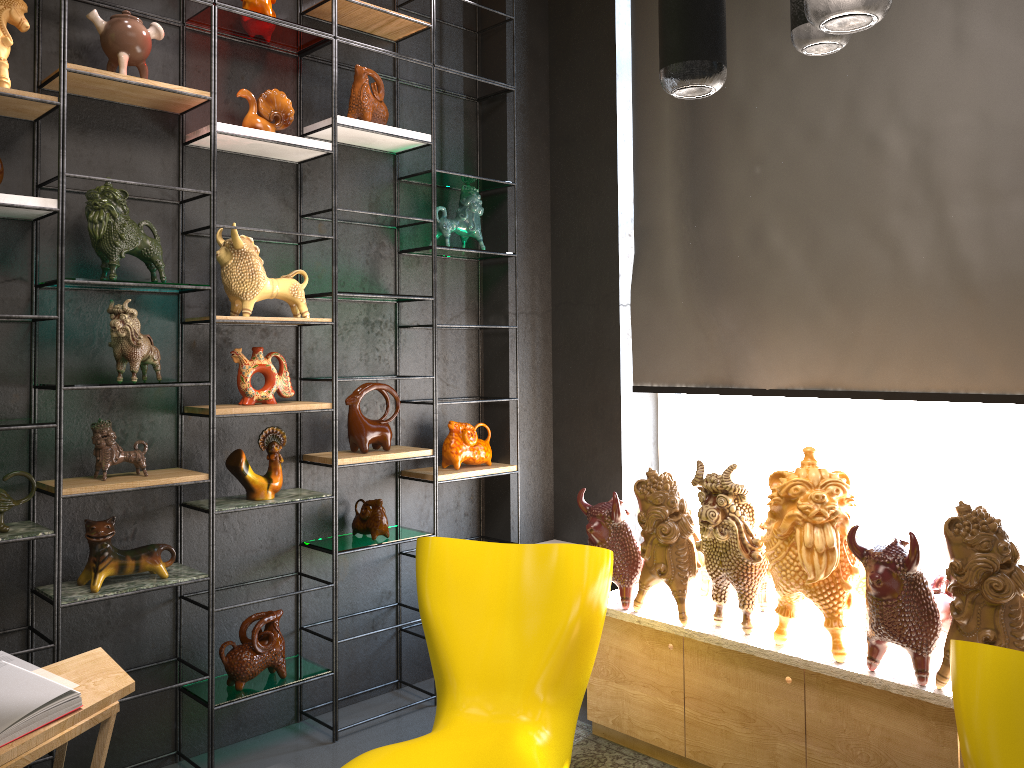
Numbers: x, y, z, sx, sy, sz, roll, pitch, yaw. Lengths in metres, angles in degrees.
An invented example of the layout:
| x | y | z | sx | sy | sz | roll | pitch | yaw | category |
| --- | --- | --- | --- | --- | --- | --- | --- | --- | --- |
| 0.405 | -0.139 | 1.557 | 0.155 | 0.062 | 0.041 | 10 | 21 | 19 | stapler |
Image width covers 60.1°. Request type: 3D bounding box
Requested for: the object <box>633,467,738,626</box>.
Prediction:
| x | y | z | sx | sy | sz | roll | pitch | yaw | category |
| --- | --- | --- | --- | --- | --- | --- | --- | --- | --- |
| 0.664 | 0.573 | 3.274 | 0.475 | 0.547 | 0.249 | 0 | -1 | -36 | object |

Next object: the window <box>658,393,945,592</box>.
| x | y | z | sx | sy | sz | roll | pitch | yaw | category |
| --- | --- | --- | --- | --- | --- | --- | --- | --- | --- |
| 1.508 | -0.783 | 3.523 | 0.051 | 3.174 | 2.306 | 2 | -2 | -44 | window |

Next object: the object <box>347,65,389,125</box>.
| x | y | z | sx | sy | sz | roll | pitch | yaw | category |
| --- | --- | --- | --- | --- | --- | --- | --- | --- | --- |
| -0.603 | -1.195 | 3.750 | 0.126 | 0.250 | 0.253 | -1 | 0 | 16 | object |

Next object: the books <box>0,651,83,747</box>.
| x | y | z | sx | sy | sz | roll | pitch | yaw | category |
| --- | --- | --- | --- | --- | --- | --- | --- | --- | --- |
| -1.408 | 0.763 | 2.207 | 0.400 | 0.233 | 0.482 | 0 | 1 | 33 | books |

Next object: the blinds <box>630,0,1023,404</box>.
| x | y | z | sx | sy | sz | roll | pitch | yaw | category |
| --- | --- | --- | --- | --- | --- | --- | --- | --- | --- |
| -0.853 | -0.900 | 4.888 | 3.523 | 3.313 | 12.705 | -1 | 1 | -23 | blinds |

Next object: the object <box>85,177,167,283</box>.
| x | y | z | sx | sy | sz | roll | pitch | yaw | category |
| --- | --- | --- | --- | --- | --- | --- | --- | --- | --- |
| -1.323 | -0.519 | 3.018 | 0.255 | 0.357 | 0.167 | 0 | -2 | -39 | object |

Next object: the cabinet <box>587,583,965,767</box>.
| x | y | z | sx | sy | sz | roll | pitch | yaw | category |
| --- | --- | --- | --- | --- | --- | --- | --- | --- | --- |
| 1.348 | 1.116 | 2.543 | 0.404 | 0.531 | 2.728 | 0 | 1 | -44 | cabinet |

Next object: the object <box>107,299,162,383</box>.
| x | y | z | sx | sy | sz | roll | pitch | yaw | category |
| --- | --- | --- | --- | --- | --- | --- | --- | --- | --- |
| -1.291 | -0.144 | 3.001 | 0.131 | 0.280 | 0.207 | -1 | -1 | 4 | object |

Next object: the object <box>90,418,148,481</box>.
| x | y | z | sx | sy | sz | roll | pitch | yaw | category |
| --- | --- | --- | --- | --- | --- | --- | --- | --- | --- |
| -1.331 | 0.218 | 3.007 | 0.183 | 0.211 | 0.096 | 0 | -1 | -41 | object |

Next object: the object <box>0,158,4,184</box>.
| x | y | z | sx | sy | sz | roll | pitch | yaw | category |
| --- | --- | --- | --- | --- | --- | --- | --- | --- | --- |
| -1.697 | -0.680 | 2.680 | 0.278 | 0.223 | 0.138 | -1 | -1 | -44 | object |

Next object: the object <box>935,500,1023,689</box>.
| x | y | z | sx | sy | sz | roll | pitch | yaw | category |
| --- | --- | --- | --- | --- | --- | --- | --- | --- | --- |
| 1.406 | 0.592 | 2.502 | 0.475 | 0.547 | 0.249 | 0 | -1 | -36 | object |

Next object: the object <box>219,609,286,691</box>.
| x | y | z | sx | sy | sz | roll | pitch | yaw | category |
| --- | --- | --- | --- | --- | --- | --- | --- | --- | --- |
| -0.963 | 0.985 | 3.280 | 0.253 | 0.250 | 0.126 | 0 | -1 | -44 | object |

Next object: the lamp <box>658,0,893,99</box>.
| x | y | z | sx | sy | sz | roll | pitch | yaw | category |
| --- | --- | --- | --- | --- | --- | --- | --- | --- | --- |
| -0.372 | -1.644 | 0.895 | 2.675 | 2.277 | 2.842 | -1 | 0 | 0 | lamp |

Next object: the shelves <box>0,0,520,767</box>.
| x | y | z | sx | sy | sz | roll | pitch | yaw | category |
| --- | --- | --- | --- | --- | --- | --- | --- | --- | --- |
| -1.146 | -0.576 | 3.218 | 2.992 | 3.917 | 0.274 | 0 | -2 | -44 | shelves |

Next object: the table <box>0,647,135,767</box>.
| x | y | z | sx | sy | sz | roll | pitch | yaw | category |
| --- | --- | --- | --- | --- | --- | --- | --- | --- | --- |
| -1.329 | 1.108 | 2.207 | 0.733 | 0.620 | 0.496 | -1 | 0 | -43 | table |

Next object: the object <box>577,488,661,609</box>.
| x | y | z | sx | sy | sz | roll | pitch | yaw | category |
| --- | --- | --- | --- | --- | --- | --- | --- | --- | --- |
| 0.460 | 0.610 | 3.417 | 0.462 | 0.442 | 0.219 | 0 | -1 | -39 | object |

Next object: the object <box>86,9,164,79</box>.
| x | y | z | sx | sy | sz | roll | pitch | yaw | category |
| --- | --- | --- | --- | --- | --- | --- | --- | --- | --- |
| -1.331 | -1.157 | 3.052 | 0.164 | 0.267 | 0.237 | -1 | -1 | 17 | object |

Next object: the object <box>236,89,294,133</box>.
| x | y | z | sx | sy | sz | roll | pitch | yaw | category |
| --- | --- | --- | --- | --- | --- | --- | --- | --- | --- |
| -0.949 | -1.047 | 3.418 | 0.233 | 0.210 | 0.107 | -1 | -1 | -27 | object |

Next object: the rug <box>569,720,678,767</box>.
| x | y | z | sx | sy | sz | roll | pitch | yaw | category |
| --- | --- | --- | --- | --- | --- | --- | --- | --- | --- |
| 0.622 | 1.416 | 1.602 | 2.190 | 0.010 | 3.594 | -2 | 3 | -44 | rug |

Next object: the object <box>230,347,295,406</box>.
| x | y | z | sx | sy | sz | roll | pitch | yaw | category |
| --- | --- | --- | --- | --- | --- | --- | --- | --- | --- |
| -0.951 | -0.030 | 3.382 | 0.267 | 0.223 | 0.060 | -1 | -1 | -43 | object |

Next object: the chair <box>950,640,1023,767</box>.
| x | y | z | sx | sy | sz | roll | pitch | yaw | category |
| --- | --- | --- | --- | --- | --- | --- | --- | --- | --- |
| 1.038 | 0.973 | 1.490 | 0.657 | 0.898 | 1.069 | -1 | 0 | 41 | chair |

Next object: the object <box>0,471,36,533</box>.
| x | y | z | sx | sy | sz | roll | pitch | yaw | category |
| --- | --- | --- | --- | --- | --- | --- | --- | --- | --- |
| -1.657 | 0.351 | 2.651 | 0.192 | 0.221 | 0.403 | -1 | 1 | 16 | object |

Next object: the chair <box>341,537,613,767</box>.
| x | y | z | sx | sy | sz | roll | pitch | yaw | category |
| --- | --- | --- | --- | --- | --- | --- | --- | --- | --- |
| -0.063 | 0.945 | 2.648 | 0.658 | 0.898 | 1.068 | -1 | 0 | 16 | chair |

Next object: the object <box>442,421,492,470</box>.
| x | y | z | sx | sy | sz | roll | pitch | yaw | category |
| --- | --- | --- | --- | --- | --- | --- | --- | --- | --- |
| -0.202 | 0.274 | 4.065 | 0.278 | 0.223 | 0.138 | -1 | -1 | -43 | object |

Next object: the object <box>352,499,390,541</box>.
| x | y | z | sx | sy | sz | roll | pitch | yaw | category |
| --- | --- | --- | --- | --- | --- | --- | --- | --- | --- |
| -0.597 | 0.557 | 3.704 | 0.105 | 0.169 | 0.210 | 1 | -1 | -44 | object |

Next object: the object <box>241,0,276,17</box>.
| x | y | z | sx | sy | sz | roll | pitch | yaw | category |
| --- | --- | --- | --- | --- | --- | --- | --- | --- | --- |
| -0.996 | -1.492 | 3.471 | 0.138 | 0.223 | 0.277 | 0 | 0 | -13 | object |

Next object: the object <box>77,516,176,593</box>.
| x | y | z | sx | sy | sz | roll | pitch | yaw | category |
| --- | --- | --- | --- | --- | --- | --- | --- | --- | --- |
| -1.284 | 0.553 | 2.988 | 0.309 | 0.236 | 0.155 | -1 | -1 | -40 | object |

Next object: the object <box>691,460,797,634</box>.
| x | y | z | sx | sy | sz | roll | pitch | yaw | category |
| --- | --- | --- | --- | --- | --- | --- | --- | --- | --- |
| 0.794 | 0.551 | 3.096 | 0.271 | 0.581 | 0.429 | -2 | -1 | 39 | object |

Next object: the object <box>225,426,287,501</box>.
| x | y | z | sx | sy | sz | roll | pitch | yaw | category |
| --- | --- | --- | --- | --- | --- | --- | --- | --- | --- |
| -0.953 | 0.298 | 3.342 | 0.227 | 0.271 | 0.123 | 0 | -1 | -44 | object |

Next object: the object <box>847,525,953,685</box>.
| x | y | z | sx | sy | sz | roll | pitch | yaw | category |
| --- | --- | --- | --- | --- | --- | --- | --- | --- | --- |
| 1.201 | 0.629 | 2.645 | 0.462 | 0.442 | 0.219 | 0 | -1 | -39 | object |

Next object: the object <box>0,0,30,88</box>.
| x | y | z | sx | sy | sz | roll | pitch | yaw | category |
| --- | --- | --- | --- | --- | --- | --- | --- | --- | --- |
| -1.687 | -1.077 | 2.715 | 0.169 | 0.364 | 0.375 | -2 | -1 | 41 | object |

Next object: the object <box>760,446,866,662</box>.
| x | y | z | sx | sy | sz | roll | pitch | yaw | category |
| --- | --- | --- | --- | --- | --- | --- | --- | --- | --- |
| 1.006 | 0.521 | 2.858 | 0.469 | 0.656 | 0.307 | 0 | -2 | -39 | object |

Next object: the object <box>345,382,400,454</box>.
| x | y | z | sx | sy | sz | roll | pitch | yaw | category |
| --- | --- | --- | --- | --- | --- | --- | --- | --- | --- |
| -0.592 | 0.139 | 3.699 | 0.249 | 0.291 | 0.114 | 0 | -2 | -44 | object |

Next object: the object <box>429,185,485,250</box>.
| x | y | z | sx | sy | sz | roll | pitch | yaw | category |
| --- | --- | --- | --- | --- | --- | --- | --- | --- | --- |
| -0.249 | -0.775 | 4.086 | 0.152 | 0.333 | 0.289 | -2 | -1 | 38 | object |

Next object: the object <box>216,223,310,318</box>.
| x | y | z | sx | sy | sz | roll | pitch | yaw | category |
| --- | --- | --- | --- | --- | --- | --- | --- | --- | --- |
| -0.949 | -0.419 | 3.365 | 0.369 | 0.352 | 0.175 | 0 | -1 | -39 | object |
